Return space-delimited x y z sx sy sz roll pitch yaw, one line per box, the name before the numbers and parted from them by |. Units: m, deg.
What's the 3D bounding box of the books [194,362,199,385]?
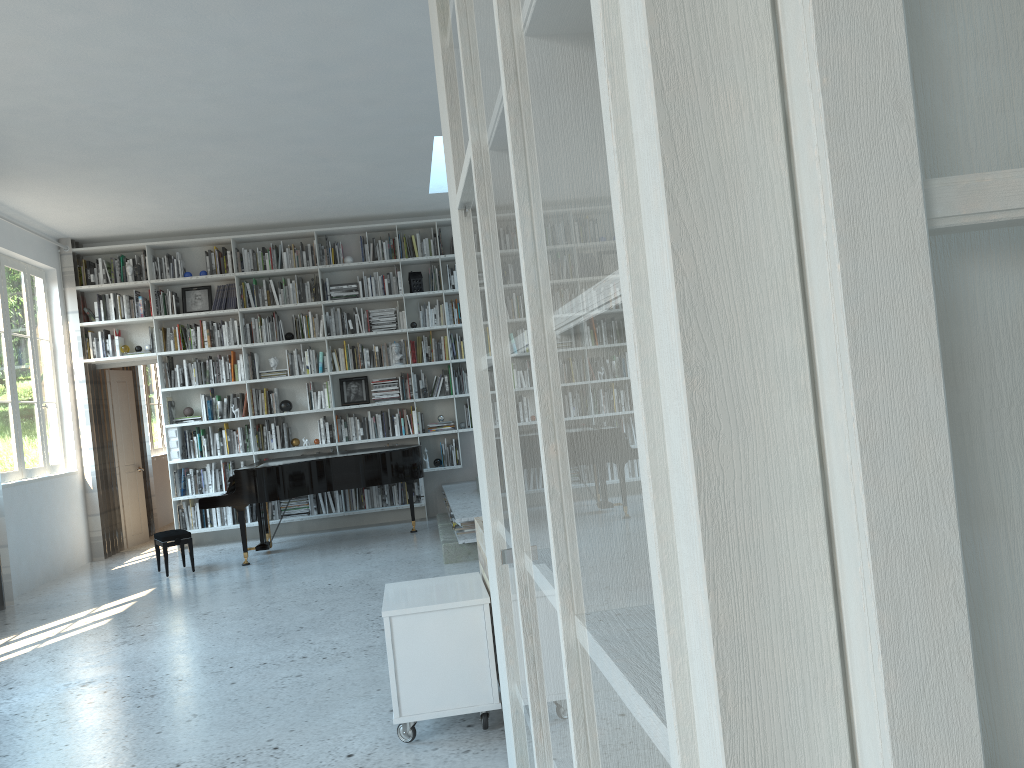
books | -3.245 -0.101 9.171 0.021 0.247 0.189 -6 0 -7

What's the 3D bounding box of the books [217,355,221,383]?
books | -3.030 -0.152 9.225 0.011 0.304 0.130 -6 0 -7

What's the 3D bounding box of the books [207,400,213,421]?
books | -3.110 0.274 9.169 0.029 0.208 0.189 -6 0 -7

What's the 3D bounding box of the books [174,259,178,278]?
books | -3.453 -1.171 9.164 0.021 0.214 0.173 -6 0 -7

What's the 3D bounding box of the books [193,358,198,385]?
books | -3.264 -0.122 9.177 0.011 0.293 0.183 -6 0 -7

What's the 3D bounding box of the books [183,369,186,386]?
books | -3.374 -0.057 9.192 0.021 0.187 0.129 -6 0 -7

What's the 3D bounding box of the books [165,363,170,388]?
books | -3.521 -0.082 9.135 0.027 0.266 0.176 -6 0 -7

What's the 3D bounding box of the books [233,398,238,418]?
books | -2.852 0.247 9.213 0.030 0.207 0.172 -6 0 -7

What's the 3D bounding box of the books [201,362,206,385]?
books | -3.180 -0.106 9.188 0.023 0.242 0.184 -6 0 -7

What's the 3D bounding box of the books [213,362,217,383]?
books | -3.060 -0.111 9.199 0.013 0.229 0.177 -6 0 -7

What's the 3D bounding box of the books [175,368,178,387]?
books | -3.454 -0.060 9.165 0.042 0.209 0.143 -6 0 -7

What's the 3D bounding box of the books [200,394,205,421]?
books | -3.191 0.244 9.183 0.012 0.285 0.159 -6 0 -7

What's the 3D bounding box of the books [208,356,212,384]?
books | -3.118 -0.141 9.196 0.013 0.300 0.151 -6 0 -7

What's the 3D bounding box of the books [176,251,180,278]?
books | -3.446 -1.216 9.186 0.007 0.301 0.145 -6 0 -7

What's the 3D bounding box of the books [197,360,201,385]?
books | -3.232 -0.114 9.190 0.011 0.271 0.157 -6 0 -7

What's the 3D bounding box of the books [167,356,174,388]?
books | -3.506 -0.118 9.135 0.012 0.334 0.184 -6 0 -7

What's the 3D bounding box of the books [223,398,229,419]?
books | -2.970 0.257 9.221 0.056 0.214 0.142 -6 0 -7

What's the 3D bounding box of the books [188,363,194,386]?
books | -3.308 -0.092 9.193 0.049 0.243 0.139 -6 0 -7

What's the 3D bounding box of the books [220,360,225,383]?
books | -2.998 -0.124 9.233 0.028 0.242 0.131 -6 0 -7

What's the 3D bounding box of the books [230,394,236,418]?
books | -2.900 0.228 9.215 0.060 0.255 0.158 -6 0 -7

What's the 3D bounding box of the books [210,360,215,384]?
books | -3.101 -0.121 9.208 0.021 0.256 0.156 -6 0 -7

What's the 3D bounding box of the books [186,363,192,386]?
books | -3.335 -0.091 9.166 0.011 0.246 0.176 -6 0 -7

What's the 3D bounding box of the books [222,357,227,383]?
books | -2.975 -0.143 9.207 0.015 0.275 0.157 -6 0 -7

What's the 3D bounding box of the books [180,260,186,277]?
books | -3.404 -1.174 9.195 0.013 0.210 0.136 -6 0 -7

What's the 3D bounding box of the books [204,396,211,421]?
books | -3.146 0.254 9.195 0.031 0.255 0.143 -6 0 -7

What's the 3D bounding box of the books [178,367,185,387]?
books | -3.394 -0.064 9.145 0.028 0.203 0.188 -6 0 -7

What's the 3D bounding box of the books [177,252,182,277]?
books | -3.437 -1.212 9.199 0.015 0.293 0.131 -6 0 -7

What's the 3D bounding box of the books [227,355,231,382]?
books | -2.932 -0.156 9.235 0.015 0.293 0.144 -6 0 -7

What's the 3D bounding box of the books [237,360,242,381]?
books | -2.827 -0.132 9.237 0.031 0.223 0.144 -6 0 -7

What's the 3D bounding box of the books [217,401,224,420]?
books | -3.007 0.272 9.183 0.029 0.190 0.189 -6 -1 -7

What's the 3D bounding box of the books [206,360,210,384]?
books | -3.148 -0.116 9.210 0.048 0.256 0.141 -6 0 -7

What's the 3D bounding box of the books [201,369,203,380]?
books | -3.196 -0.084 9.204 0.010 0.204 0.139 -6 0 -7

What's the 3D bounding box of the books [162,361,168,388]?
books | -3.567 -0.087 9.156 0.012 0.285 0.159 -6 0 -7

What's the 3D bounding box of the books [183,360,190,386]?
books | -3.355 -0.107 9.172 0.023 0.281 0.174 -6 0 -7

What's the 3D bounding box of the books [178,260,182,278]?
books | -3.416 -1.169 9.183 0.014 0.202 0.170 -6 0 -7

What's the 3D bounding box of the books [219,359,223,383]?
books | -3.016 -0.127 9.222 0.011 0.251 0.139 -6 0 -7

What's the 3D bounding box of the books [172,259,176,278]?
books | -3.471 -1.172 9.169 0.013 0.219 0.181 -6 0 -7

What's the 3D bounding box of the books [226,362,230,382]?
books | -2.945 -0.119 9.229 0.021 0.220 0.148 -6 0 -7

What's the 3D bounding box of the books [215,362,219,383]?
books | -3.048 -0.112 9.212 0.013 0.227 0.151 -6 0 -7

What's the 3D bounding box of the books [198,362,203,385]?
books | -3.211 -0.100 9.176 0.024 0.237 0.167 -6 0 -7

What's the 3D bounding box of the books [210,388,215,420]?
books | -3.101 0.209 9.205 0.011 0.336 0.153 -6 0 -7

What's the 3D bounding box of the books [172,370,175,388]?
books | -3.474 -0.045 9.144 0.037 0.182 0.189 -6 -1 -7

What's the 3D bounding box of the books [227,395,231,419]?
books | -2.937 0.239 9.225 0.013 0.242 0.141 -6 0 -7

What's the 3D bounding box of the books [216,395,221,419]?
books | -3.031 0.244 9.193 0.011 0.250 0.172 -6 0 -7

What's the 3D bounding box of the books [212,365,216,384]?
books | -3.077 -0.097 9.211 0.021 0.205 0.130 -6 0 -7

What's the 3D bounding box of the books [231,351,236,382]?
books | -2.894 -0.177 9.226 0.035 0.325 0.170 -6 0 -7

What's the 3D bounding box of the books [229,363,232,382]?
books | -2.912 -0.114 9.222 0.013 0.203 0.161 -6 0 -7

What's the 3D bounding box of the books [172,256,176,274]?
books | -3.486 -1.187 9.177 0.013 0.253 0.129 -6 0 -7

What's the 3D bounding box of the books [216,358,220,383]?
books | -3.038 -0.135 9.209 0.012 0.272 0.145 -6 0 -7

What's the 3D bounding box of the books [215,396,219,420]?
books | -3.050 0.247 9.210 0.022 0.249 0.129 -6 0 -7

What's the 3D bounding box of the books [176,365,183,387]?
books | -3.422 -0.077 9.152 0.022 0.235 0.177 -6 0 -7

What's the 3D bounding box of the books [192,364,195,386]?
books | -3.273 -0.089 9.178 0.014 0.230 0.148 -6 0 -7

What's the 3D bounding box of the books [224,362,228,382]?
books | -2.961 -0.116 9.223 0.012 0.217 0.160 -6 0 -7

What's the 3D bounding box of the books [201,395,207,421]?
books | -3.173 0.248 9.184 0.024 0.273 0.150 -6 0 -7

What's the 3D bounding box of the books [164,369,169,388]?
books | -3.543 -0.051 9.149 0.026 0.209 0.155 -6 0 -7

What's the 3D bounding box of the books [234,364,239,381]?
books | -2.855 -0.109 9.233 0.030 0.183 0.152 -6 0 -7

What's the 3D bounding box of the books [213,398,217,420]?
books | -3.075 0.259 9.213 0.030 0.231 0.148 -6 0 -7

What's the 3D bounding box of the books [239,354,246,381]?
books | -2.802 -0.166 9.245 0.027 0.286 0.148 -6 0 -7
